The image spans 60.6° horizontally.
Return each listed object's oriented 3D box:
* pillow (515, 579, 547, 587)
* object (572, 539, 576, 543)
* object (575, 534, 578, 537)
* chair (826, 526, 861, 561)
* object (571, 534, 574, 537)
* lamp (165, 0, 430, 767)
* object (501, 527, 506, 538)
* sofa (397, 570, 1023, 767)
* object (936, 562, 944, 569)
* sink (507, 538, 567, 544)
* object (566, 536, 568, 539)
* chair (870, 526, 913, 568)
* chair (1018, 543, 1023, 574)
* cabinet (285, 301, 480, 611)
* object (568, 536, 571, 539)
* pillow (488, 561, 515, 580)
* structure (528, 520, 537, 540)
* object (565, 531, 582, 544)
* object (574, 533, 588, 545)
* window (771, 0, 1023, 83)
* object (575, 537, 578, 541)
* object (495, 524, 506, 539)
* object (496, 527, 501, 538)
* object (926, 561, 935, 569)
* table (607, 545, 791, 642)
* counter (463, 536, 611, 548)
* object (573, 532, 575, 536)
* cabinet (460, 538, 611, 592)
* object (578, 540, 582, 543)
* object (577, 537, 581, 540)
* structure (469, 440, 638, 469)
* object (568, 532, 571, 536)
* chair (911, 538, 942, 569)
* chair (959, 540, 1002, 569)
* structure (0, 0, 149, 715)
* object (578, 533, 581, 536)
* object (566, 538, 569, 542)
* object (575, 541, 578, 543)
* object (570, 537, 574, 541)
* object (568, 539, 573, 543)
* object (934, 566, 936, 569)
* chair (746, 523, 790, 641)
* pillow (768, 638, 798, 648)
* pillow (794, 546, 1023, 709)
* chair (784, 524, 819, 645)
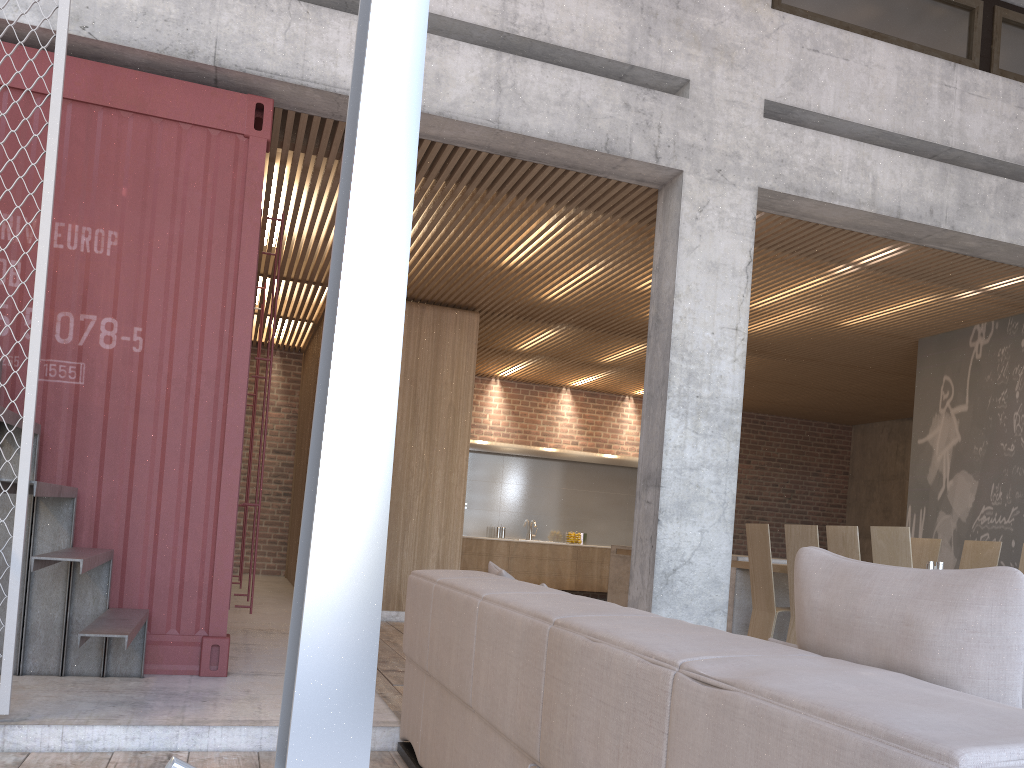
[{"bbox_3d":[0.119,0.930,3.346,0.187,0.355,0.373,5,-5,-18],"label":"pillow"},{"bbox_3d":[0.897,2.274,12.678,0.051,0.052,0.064,2,-7,25],"label":"object"},{"bbox_3d":[0.933,2.192,12.692,0.051,0.052,0.064,1,-7,30],"label":"object"},{"bbox_3d":[2.488,1.572,5.889,0.724,1.186,0.350,5,-2,-13],"label":"chair"},{"bbox_3d":[0.875,2.199,12.686,0.061,0.052,0.054,1,-6,30],"label":"object"},{"bbox_3d":[0.661,-0.437,1.455,2.648,3.400,0.754,7,-2,-30],"label":"lamp"},{"bbox_3d":[-0.126,2.130,12.550,0.060,0.158,0.060,4,-2,-2],"label":"object"},{"bbox_3d":[1.406,1.155,2.801,3.023,0.778,3.024,7,-9,-17],"label":"sofa"},{"bbox_3d":[2.873,1.250,5.890,0.052,0.111,0.053,3,-3,27],"label":"object"},{"bbox_3d":[0.350,2.347,12.601,0.732,0.190,0.527,7,-9,-18],"label":"sink"},{"bbox_3d":[0.820,2.232,12.788,0.053,0.051,0.063,6,-6,-14],"label":"object"},{"bbox_3d":[2.584,1.495,5.388,0.724,1.186,0.349,5,-2,-14],"label":"chair"},{"bbox_3d":[3.499,1.704,6.217,0.726,1.186,0.349,6,-2,-22],"label":"chair"},{"bbox_3d":[-1.709,0.958,10.541,1.524,3.099,3.784,5,-6,-17],"label":"cabinet"},{"bbox_3d":[0.846,2.226,12.732,0.062,0.053,0.052,6,-5,-11],"label":"object"},{"bbox_3d":[-0.019,0.945,3.714,0.188,0.363,0.365,5,-5,-12],"label":"pillow"},{"bbox_3d":[0.325,2.220,12.814,0.115,0.472,0.249,5,-3,-17],"label":"structure"},{"bbox_3d":[0.903,2.227,12.747,0.190,0.173,0.209,6,-6,-17],"label":"object"},{"bbox_3d":[1.022,2.295,13.003,0.191,0.169,0.192,5,-6,-6],"label":"object"},{"bbox_3d":[1.036,-2.725,5.421,8.472,0.606,0.113,7,-2,-18],"label":"window"},{"bbox_3d":[0.928,2.241,12.685,0.061,0.054,0.052,5,-5,-3],"label":"object"},{"bbox_3d":[-0.158,2.107,12.540,0.145,0.209,0.053,6,-2,-18],"label":"object"},{"bbox_3d":[-0.193,2.121,12.529,0.060,0.158,0.060,4,-2,-2],"label":"object"},{"bbox_3d":[2.826,1.254,5.925,0.052,0.109,0.053,3,-3,27],"label":"object"},{"bbox_3d":[2.369,1.994,7.638,1.016,0.911,5.234,6,-9,-17],"label":"table"},{"bbox_3d":[0.854,2.342,12.799,4.095,0.020,0.659,7,-10,-18],"label":"counter"},{"bbox_3d":[0.897,2.184,12.751,0.051,0.053,0.064,3,-6,19],"label":"object"},{"bbox_3d":[0.817,2.003,13.007,4.132,2.060,1.080,7,-3,-18],"label":"cabinet"},{"bbox_3d":[0.980,2.284,12.702,0.063,0.051,0.053,8,-7,-33],"label":"object"},{"bbox_3d":[0.972,2.237,12.726,0.061,0.053,0.053,7,-6,-26],"label":"object"},{"bbox_3d":[0.885,1.073,13.033,4.095,0.156,0.209,7,-7,-18],"label":"structure"},{"bbox_3d":[0.837,2.183,12.749,0.053,0.051,0.063,7,-7,-25],"label":"object"},{"bbox_3d":[3.053,1.824,7.137,0.726,1.186,0.349,6,-2,-24],"label":"chair"},{"bbox_3d":[3.266,1.763,6.674,0.725,1.186,0.349,5,-2,-18],"label":"chair"},{"bbox_3d":[-2.588,-0.933,2.260,3.049,4.280,3.705,6,-5,-17],"label":"structure"},{"bbox_3d":[0.973,2.191,12.747,0.050,0.059,0.060,3,-5,17],"label":"object"},{"bbox_3d":[0.823,2.276,12.769,0.060,0.056,0.052,2,-5,19],"label":"object"},{"bbox_3d":[0.940,2.290,12.746,0.061,0.055,0.051,7,-6,-27],"label":"object"},{"bbox_3d":[0.863,2.240,12.660,0.061,0.053,0.053,5,-5,-6],"label":"object"},{"bbox_3d":[0.852,2.275,12.715,0.064,0.062,0.074,0,-7,38],"label":"object"},{"bbox_3d":[3.049,1.359,6.334,0.118,0.087,0.093,11,-8,-43],"label":"object"},{"bbox_3d":[2.198,1.712,6.859,0.724,1.186,0.350,5,-2,-13],"label":"chair"},{"bbox_3d":[0.725,0.734,1.865,0.171,0.369,0.376,7,-6,-44],"label":"pillow"},{"bbox_3d":[0.713,0.583,1.588,0.222,0.552,0.567,5,-5,-15],"label":"pillow"},{"bbox_3d":[2.347,1.643,6.376,0.725,1.186,0.349,6,-2,-21],"label":"chair"}]
